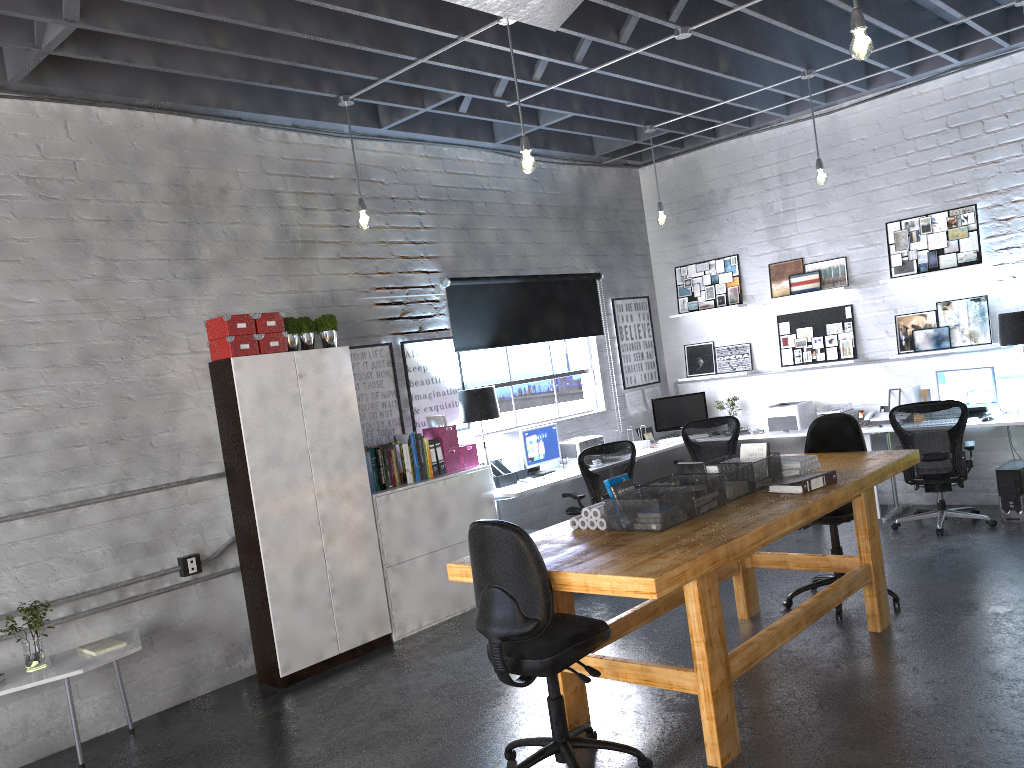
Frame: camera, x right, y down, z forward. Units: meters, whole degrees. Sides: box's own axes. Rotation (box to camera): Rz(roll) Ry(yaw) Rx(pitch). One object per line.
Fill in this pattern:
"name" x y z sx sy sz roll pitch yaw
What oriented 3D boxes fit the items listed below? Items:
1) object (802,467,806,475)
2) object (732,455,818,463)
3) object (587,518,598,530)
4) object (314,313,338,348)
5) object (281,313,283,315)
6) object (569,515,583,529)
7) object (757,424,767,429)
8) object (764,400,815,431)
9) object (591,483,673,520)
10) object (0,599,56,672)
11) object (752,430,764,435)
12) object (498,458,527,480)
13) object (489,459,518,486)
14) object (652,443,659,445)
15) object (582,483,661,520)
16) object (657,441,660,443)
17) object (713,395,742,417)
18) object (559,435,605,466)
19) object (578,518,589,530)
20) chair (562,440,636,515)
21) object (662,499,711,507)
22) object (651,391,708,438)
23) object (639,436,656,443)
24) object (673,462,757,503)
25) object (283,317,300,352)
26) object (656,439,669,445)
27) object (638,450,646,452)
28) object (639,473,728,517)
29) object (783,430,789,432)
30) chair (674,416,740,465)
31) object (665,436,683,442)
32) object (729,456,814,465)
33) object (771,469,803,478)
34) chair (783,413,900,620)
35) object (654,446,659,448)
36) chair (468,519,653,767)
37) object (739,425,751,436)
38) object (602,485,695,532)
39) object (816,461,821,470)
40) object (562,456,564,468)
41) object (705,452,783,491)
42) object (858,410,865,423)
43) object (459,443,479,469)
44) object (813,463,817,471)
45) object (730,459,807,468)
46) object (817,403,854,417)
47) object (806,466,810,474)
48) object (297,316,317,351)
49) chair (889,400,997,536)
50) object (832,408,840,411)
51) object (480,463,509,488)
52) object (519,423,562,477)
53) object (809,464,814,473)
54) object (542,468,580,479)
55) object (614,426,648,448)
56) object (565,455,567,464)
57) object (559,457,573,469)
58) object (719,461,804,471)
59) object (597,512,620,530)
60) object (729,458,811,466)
"object" 1.413 0.502 5.032 0.520 0.047 0.047 -7 2 43
"object" 1.518 0.444 5.150 0.520 0.047 0.046 -7 2 43
"object" 0.597 0.635 4.480 0.057 0.058 0.634 -7 2 43
"object" -1.250 -0.357 6.002 0.169 0.240 0.171 -6 2 42
"object" -1.460 -0.444 5.634 0.002 0.011 0.012 -6 3 43
"object" 0.515 0.645 4.557 0.057 0.058 0.634 -7 2 43
"object" 2.469 0.422 8.774 0.105 0.052 0.023 -7 2 43
"object" 2.670 0.306 8.518 0.351 0.235 0.350 -7 2 43
"object" 0.612 0.584 4.458 0.057 0.057 0.634 -7 2 43
"object" -2.510 1.321 4.641 0.271 0.363 0.297 -9 2 -12
"object" 2.350 0.461 8.470 0.103 0.021 0.131 -8 1 23
"object" 0.001 0.724 7.489 0.209 0.208 0.104 -7 2 43
"object" -0.075 0.737 7.403 0.209 0.208 0.104 -7 3 43
"object" 1.396 0.593 8.751 0.030 0.020 0.138 -9 2 -41
"object" 0.571 0.589 4.496 0.057 0.057 0.634 -7 2 43
"object" 1.471 0.584 8.841 0.048 0.012 0.111 -8 1 23
"object" 2.194 0.300 9.001 0.297 0.363 0.271 -8 2 -2
"object" 0.719 0.598 8.081 0.485 0.230 0.419 -7 2 43
"object" 0.557 0.640 4.518 0.058 0.057 0.634 -7 2 43
"chair" 0.724 1.000 7.398 0.731 1.032 0.753 -10 3 -43
"object" 0.851 0.585 4.402 0.234 0.022 0.185 -7 1 36
"object" 1.741 0.328 9.181 0.559 0.427 0.147 -8 2 -10
"object" 1.361 0.532 8.982 0.088 0.141 0.156 -9 2 -32
"object" 1.059 0.516 4.623 0.317 0.156 0.305 -7 2 43
"object" -1.463 -0.322 5.799 0.171 0.240 0.169 -9 2 -18
"object" 1.471 0.568 8.659 0.130 0.049 0.130 -9 2 -30
"object" 1.212 0.632 8.319 0.087 0.006 0.006 -8 2 8
"object" 0.852 0.550 4.399 0.317 0.156 0.305 -7 2 43
"object" 2.547 0.440 8.234 0.017 0.016 0.075 -9 1 -22
"chair" 1.831 0.821 8.341 0.731 1.032 0.753 -9 2 -23
"object" 1.748 0.536 8.854 0.422 0.028 0.181 -8 1 3
"object" 1.486 0.449 5.116 0.520 0.047 0.046 -7 2 43
"object" 1.382 0.507 4.998 0.520 0.047 0.047 -7 2 43
"chair" 2.003 0.789 5.508 0.659 1.165 0.686 -6 3 41
"object" 1.376 0.601 8.487 0.058 0.020 0.071 -8 1 7
"chair" 0.139 1.092 3.766 0.659 1.165 0.686 -6 3 41
"object" 2.188 0.450 8.672 0.279 0.081 0.411 -8 1 13
"object" 0.645 0.585 4.174 0.317 0.156 0.305 -7 2 43
"object" 1.539 0.482 5.168 0.520 0.047 0.047 -7 2 43
"object" 0.453 0.693 7.874 0.006 0.124 0.014 -8 2 9
"object" 1.266 0.482 4.848 0.317 0.156 0.305 -7 2 43
"object" 3.187 0.297 8.092 0.093 0.116 0.067 -6 3 43
"object" -0.399 0.570 6.948 0.214 0.177 0.161 -7 2 43
"object" 1.507 0.486 5.134 0.520 0.047 0.047 -7 2 43
"object" 1.424 0.460 5.048 0.520 0.047 0.046 -7 2 43
"object" 2.996 0.293 8.209 0.229 0.181 0.316 -7 2 43
"object" 1.444 0.497 5.066 0.520 0.047 0.047 -7 2 43
"object" -1.383 -0.336 5.926 0.169 0.240 0.171 -8 2 -8
"chair" 3.363 0.628 7.109 0.732 1.032 0.752 -8 2 12
"object" 3.000 0.235 8.222 0.126 0.010 0.011 -9 2 -38
"object" -0.146 0.749 7.327 0.209 0.208 0.104 -7 3 43
"object" 0.215 0.583 7.706 0.212 0.417 0.464 -6 2 43
"object" 1.476 0.492 5.100 0.520 0.047 0.047 -7 2 43
"object" 0.414 0.755 7.502 0.181 0.028 0.421 -7 1 33
"object" 1.166 0.533 8.704 0.324 0.208 0.232 -7 2 43
"object" 0.481 0.689 7.857 0.013 0.124 0.006 -7 2 17
"object" 0.482 0.706 7.884 0.090 0.091 0.082 -9 2 -22
"object" 1.386 0.466 5.008 0.520 0.047 0.046 -7 2 41
"object" 0.639 0.630 4.440 0.058 0.057 0.634 -7 2 43
"object" 1.455 0.455 5.082 0.520 0.047 0.046 -7 2 43
